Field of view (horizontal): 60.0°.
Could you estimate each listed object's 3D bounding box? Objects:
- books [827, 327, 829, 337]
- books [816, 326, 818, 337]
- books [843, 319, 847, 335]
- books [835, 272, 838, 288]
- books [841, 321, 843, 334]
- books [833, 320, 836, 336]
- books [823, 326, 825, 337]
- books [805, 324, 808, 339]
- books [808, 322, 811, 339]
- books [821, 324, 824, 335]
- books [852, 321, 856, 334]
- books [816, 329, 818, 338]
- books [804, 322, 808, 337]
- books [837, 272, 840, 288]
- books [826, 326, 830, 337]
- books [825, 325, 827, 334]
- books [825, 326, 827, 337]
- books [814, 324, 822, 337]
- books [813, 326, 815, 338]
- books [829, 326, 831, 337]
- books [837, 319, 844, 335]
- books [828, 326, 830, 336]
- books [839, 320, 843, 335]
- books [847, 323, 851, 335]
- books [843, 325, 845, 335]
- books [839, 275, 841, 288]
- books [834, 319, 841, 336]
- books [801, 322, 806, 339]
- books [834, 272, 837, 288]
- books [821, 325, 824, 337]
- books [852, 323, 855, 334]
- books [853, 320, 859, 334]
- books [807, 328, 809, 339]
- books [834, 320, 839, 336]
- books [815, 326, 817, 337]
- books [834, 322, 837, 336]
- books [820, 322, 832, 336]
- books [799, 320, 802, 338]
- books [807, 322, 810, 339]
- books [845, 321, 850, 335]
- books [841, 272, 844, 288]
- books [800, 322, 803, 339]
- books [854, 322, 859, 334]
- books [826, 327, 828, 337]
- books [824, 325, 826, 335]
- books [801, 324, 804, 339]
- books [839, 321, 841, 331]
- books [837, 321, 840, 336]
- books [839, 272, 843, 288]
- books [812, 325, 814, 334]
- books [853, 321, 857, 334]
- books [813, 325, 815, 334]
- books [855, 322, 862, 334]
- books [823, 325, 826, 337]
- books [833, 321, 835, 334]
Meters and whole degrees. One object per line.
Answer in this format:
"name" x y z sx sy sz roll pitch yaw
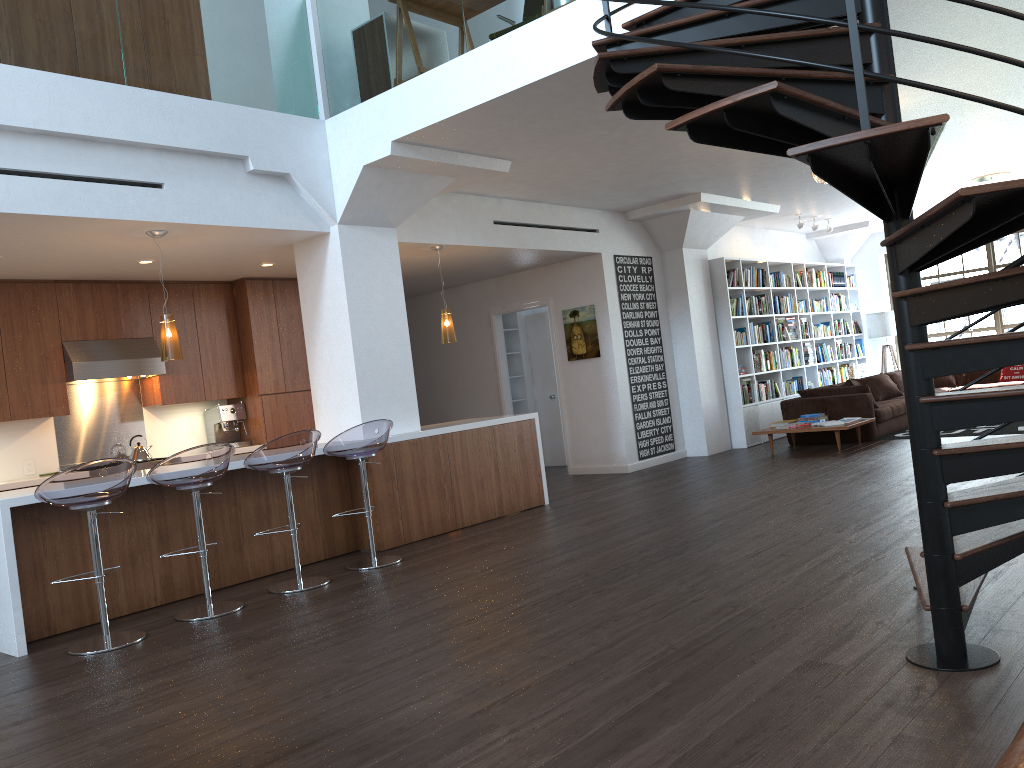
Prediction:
"books" 4.765 -0.788 13.517 0.110 0.153 0.018 -7 0 41
"books" 4.497 -0.765 13.219 0.109 0.171 0.017 -7 0 41
"books" 5.200 -0.891 14.056 0.183 0.253 0.042 -7 0 41
"books" 5.028 -1.627 13.983 0.183 0.253 0.042 -7 0 41
"books" 5.114 -0.880 13.964 0.160 0.251 0.039 -7 0 41
"books" 4.917 -0.856 13.740 0.160 0.251 0.031 -7 0 41
"books" 4.654 -0.798 13.413 0.127 0.200 0.020 -7 0 41
"books" 4.210 -0.756 12.911 0.161 0.223 0.030 -7 0 41
"books" 4.290 -0.779 13.024 0.160 0.251 0.036 -7 0 41
"books" 4.633 -0.794 13.387 0.136 0.196 0.045 -7 0 41
"books" 5.454 -0.907 14.332 0.161 0.222 0.084 -7 0 41
"books" 4.478 -0.766 13.211 0.128 0.178 0.021 -7 0 41
"books" 4.220 -0.771 12.946 0.183 0.253 0.039 -7 0 41
"books" 5.091 -1.634 14.044 0.183 0.253 0.042 -7 0 41
"books" 4.776 -0.796 13.532 0.120 0.167 0.020 -7 0 41
"books" 4.717 -0.795 13.484 0.128 0.178 0.022 -7 0 41
"books" 4.699 -0.796 13.465 0.134 0.184 0.030 -7 0 41
"books" 4.578 -0.793 13.328 0.140 0.206 0.042 -7 0 41
"books" 4.398 -0.766 13.118 0.136 0.196 0.043 -7 0 41
"books" 4.814 -0.801 13.566 0.107 0.167 0.017 -7 0 41
"books" 5.138 -0.887 13.995 0.180 0.259 0.042 -7 0 41
"books" 4.798 -0.797 13.547 0.106 0.162 0.032 -7 0 41
"books" 5.091 -0.875 13.933 0.171 0.246 0.039 -7 0 41
"books" 5.304 -0.880 14.162 0.161 0.207 0.135 -7 0 41
"books" 5.161 -0.875 14.036 0.168 0.231 0.045 -7 0 41
"books" 5.115 -1.637 14.080 0.183 0.253 0.042 -7 0 41
"books" 5.039 -0.872 13.880 0.183 0.253 0.042 -7 0 41
"books" 4.159 -0.765 12.860 0.174 0.251 0.051 -7 0 41
"books" 5.001 -1.624 13.948 0.183 0.253 0.042 -7 0 41
"books" 4.609 -0.789 13.355 0.139 0.191 0.036 -7 0 41
"books" 5.426 -0.916 14.314 0.159 0.248 0.089 -7 0 41
"books" 5.525 -0.915 14.450 0.182 0.226 0.173 -7 0 41
"books" 4.246 -0.760 12.971 0.161 0.223 0.031 -7 0 41
"books" 4.974 -0.857 13.789 0.174 0.240 0.054 -7 0 41
"books" 4.460 -0.767 13.194 0.134 0.184 0.029 -7 0 41
"books" 4.946 -0.845 13.757 0.161 0.223 0.032 -7 0 41
"books" 4.821 -0.834 13.603 0.140 0.231 0.042 -7 0 41
"books" 4.073 -0.770 12.793 0.198 0.284 0.046 -7 0 41
"books" 4.268 -0.775 12.995 0.171 0.246 0.036 -7 0 41
"books" 5.259 -0.889 14.124 0.174 0.236 0.142 -7 0 41
"books" 5.177 -1.645 14.142 0.183 0.253 0.042 -7 0 41
"books" 4.106 -0.757 12.815 0.160 0.251 0.029 -7 0 41
"books" 5.512 -0.906 14.413 0.167 0.210 0.162 -7 0 41
"books" 4.737 -0.794 13.493 0.109 0.171 0.018 -7 0 41
"books" 4.687 -0.791 13.441 0.128 0.178 0.021 -7 0 41
"books" 4.133 -0.747 12.831 0.161 0.223 0.030 -7 0 41
"books" 5.067 -0.860 13.906 0.161 0.223 0.033 -7 0 41
"books" 5.028 -0.855 13.843 0.161 0.223 0.032 -7 0 41
"books" 5.148 -1.641 14.109 0.183 0.253 0.042 -7 0 41
"books" 4.374 -0.760 13.087 0.139 0.191 0.034 -7 0 41
"books" 5.475 -0.907 14.359 0.161 0.218 0.101 -7 0 41
"books" 4.418 -0.770 13.143 0.127 0.200 0.020 -7 0 41
"books" 5.578 -0.917 14.475 0.182 0.215 0.188 -7 0 41
"books" 4.674 -0.790 13.424 0.128 0.178 0.022 -7 0 41
"books" 4.882 -0.868 13.716 0.198 0.284 0.049 -7 0 41
